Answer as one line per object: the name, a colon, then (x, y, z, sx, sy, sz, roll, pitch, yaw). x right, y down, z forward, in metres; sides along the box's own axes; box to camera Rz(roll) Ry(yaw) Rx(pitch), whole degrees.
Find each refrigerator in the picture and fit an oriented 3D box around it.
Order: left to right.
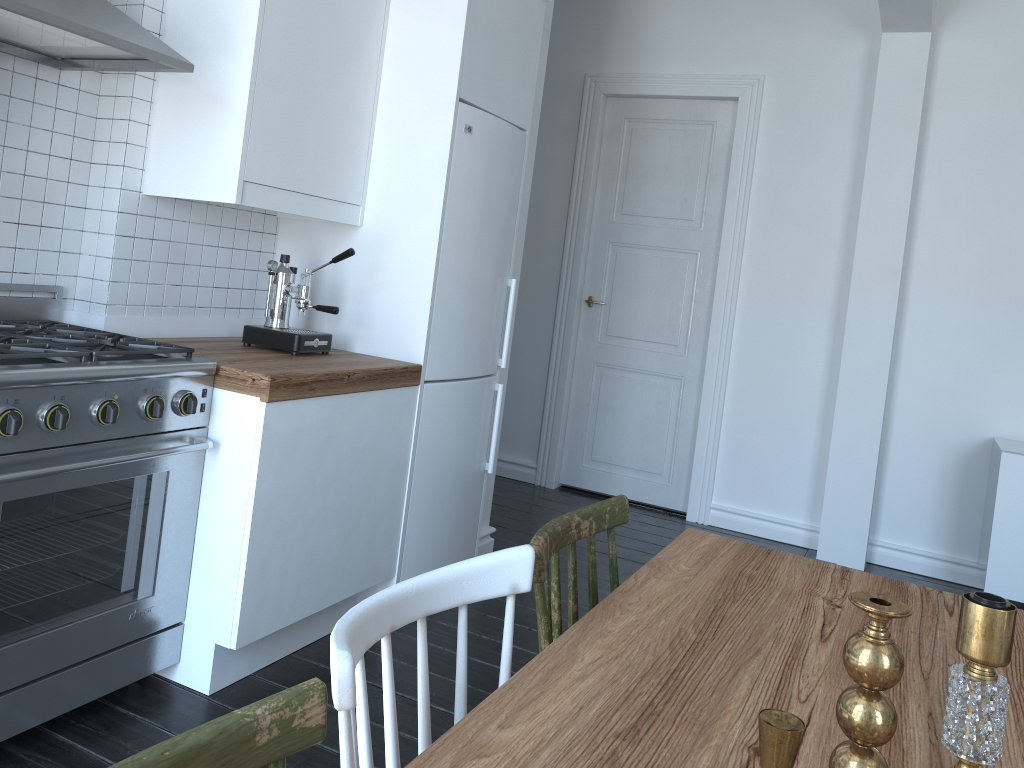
refrigerator: (-0.437, -0.156, 3.452, 0.685, 1.799, 0.574, 8, 1, 25)

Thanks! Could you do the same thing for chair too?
chair: (-0.159, 0.727, 0.540, 0.488, 0.826, 0.466, 8, 2, 23)
chair: (0.014, 0.685, 0.991, 0.513, 0.841, 0.465, 8, 2, 25)
chair: (0.237, 0.668, 1.427, 0.488, 0.826, 0.466, 8, 2, 23)

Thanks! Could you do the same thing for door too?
door: (0.778, -0.543, 5.072, 1.048, 2.472, 0.115, 8, 0, 25)

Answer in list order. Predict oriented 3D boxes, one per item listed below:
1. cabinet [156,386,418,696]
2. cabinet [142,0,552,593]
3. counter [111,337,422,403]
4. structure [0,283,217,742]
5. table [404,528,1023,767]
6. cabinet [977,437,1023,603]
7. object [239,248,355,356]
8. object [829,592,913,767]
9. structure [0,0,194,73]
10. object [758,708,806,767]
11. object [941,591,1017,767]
cabinet: (-1.453, 0.410, 1.856, 0.735, 0.811, 3.177, 9, 7, 33)
cabinet: (-1.197, -0.375, 2.129, 0.785, 2.363, 3.785, 8, 5, 29)
counter: (-1.351, -0.010, 1.823, 0.852, 0.073, 3.099, 10, 8, 24)
structure: (-1.274, 0.284, 2.222, 0.726, 1.018, 0.699, 8, 3, 25)
table: (0.331, 0.820, 0.728, 1.024, 0.713, 2.227, 9, 7, 25)
cabinet: (2.694, 0.734, 3.737, 1.208, 0.734, 0.589, 9, 4, 25)
object: (-0.693, -0.289, 2.952, 0.355, 0.369, 0.205, 9, 2, 25)
object: (0.334, 0.329, 0.836, 0.100, 0.247, 0.101, 6, 2, -41)
structure: (-1.156, -1.516, 2.215, 0.532, 1.302, 0.631, 8, 2, 25)
object: (0.238, 0.376, 0.806, 0.050, 0.139, 0.049, 8, 1, 25)
object: (0.352, 0.319, 0.684, 0.139, 0.310, 0.141, 7, 1, -23)
